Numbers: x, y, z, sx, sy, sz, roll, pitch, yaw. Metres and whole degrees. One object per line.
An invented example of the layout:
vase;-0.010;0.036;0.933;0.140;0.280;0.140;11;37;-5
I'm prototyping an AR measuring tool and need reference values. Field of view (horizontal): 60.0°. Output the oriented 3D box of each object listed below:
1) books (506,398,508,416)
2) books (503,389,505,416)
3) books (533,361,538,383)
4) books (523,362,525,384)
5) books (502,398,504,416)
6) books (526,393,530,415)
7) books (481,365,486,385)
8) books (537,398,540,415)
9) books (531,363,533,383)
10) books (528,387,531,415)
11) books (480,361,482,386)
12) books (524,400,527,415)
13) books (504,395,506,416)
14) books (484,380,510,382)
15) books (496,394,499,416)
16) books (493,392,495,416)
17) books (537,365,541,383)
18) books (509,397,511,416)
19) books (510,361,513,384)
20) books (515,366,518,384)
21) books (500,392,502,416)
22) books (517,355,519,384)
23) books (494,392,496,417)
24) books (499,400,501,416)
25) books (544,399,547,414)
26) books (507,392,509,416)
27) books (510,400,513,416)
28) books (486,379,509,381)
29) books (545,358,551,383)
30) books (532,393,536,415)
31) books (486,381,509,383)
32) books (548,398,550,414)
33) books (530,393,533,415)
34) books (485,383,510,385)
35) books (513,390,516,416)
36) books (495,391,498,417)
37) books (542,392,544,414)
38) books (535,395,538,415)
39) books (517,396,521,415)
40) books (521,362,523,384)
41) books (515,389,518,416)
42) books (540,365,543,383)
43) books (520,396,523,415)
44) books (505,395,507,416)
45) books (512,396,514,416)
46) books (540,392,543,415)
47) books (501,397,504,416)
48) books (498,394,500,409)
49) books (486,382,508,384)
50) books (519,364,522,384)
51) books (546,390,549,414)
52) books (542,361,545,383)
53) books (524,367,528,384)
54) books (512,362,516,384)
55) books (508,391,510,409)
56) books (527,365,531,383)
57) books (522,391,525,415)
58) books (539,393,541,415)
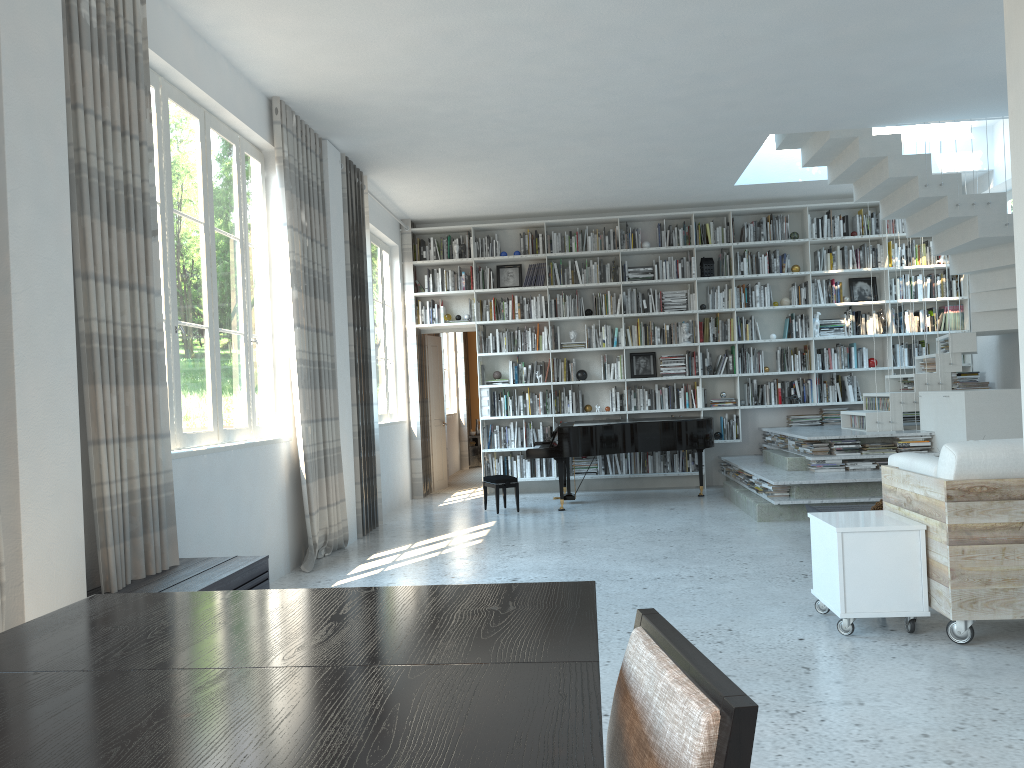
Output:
books;-0.048;0.268;10.384;0.016;0.211;0.146;-3;0;5
books;-0.085;0.217;10.371;0.006;0.315;0.145;-3;0;5
books;0.273;-0.136;10.339;0.060;0.255;0.158;-3;0;5
books;0.139;-0.127;10.344;0.011;0.250;0.172;-3;0;5
books;-0.095;0.267;10.363;0.015;0.217;0.180;-3;0;5
books;0.187;0.235;10.347;0.026;0.254;0.176;-3;0;5
books;-0.337;-0.102;10.394;0.028;0.243;0.156;-3;0;5
books;0.314;0.260;10.348;0.023;0.194;0.140;-3;0;5
books;0.238;-0.127;10.357;0.013;0.242;0.141;-3;0;5
books;0.207;0.200;10.343;0.021;0.323;0.172;-3;0;5
books;-0.357;-0.122;10.406;0.012;0.285;0.159;-3;0;5
books;0.161;0.273;10.339;0.029;0.181;0.190;-3;-1;5
books;-0.074;0.253;10.368;0.014;0.243;0.171;-3;0;5
books;-0.170;-0.030;10.381;0.285;0.012;0.159;-3;-1;9
books;-0.160;0.250;10.389;0.022;0.257;0.141;-3;0;5
books;-0.206;0.238;10.394;0.008;0.285;0.159;-3;0;5
books;0.319;-0.114;10.328;0.030;0.207;0.172;-3;0;5
books;-0.019;0.262;10.355;0.015;0.219;0.190;-3;0;5
books;-0.001;-0.132;10.363;0.024;0.273;0.150;-3;0;5
books;0.056;-0.102;10.337;0.029;0.208;0.189;-3;0;5
books;-0.121;0.236;10.371;0.008;0.279;0.164;-3;0;5
books;0.076;-0.167;10.369;0.011;0.336;0.153;-3;0;5
books;-0.195;0.235;10.391;0.016;0.289;0.152;-3;0;5
books;-0.134;0.282;10.352;0.019;0.189;0.193;-3;-1;5
books;0.390;0.263;10.338;0.041;0.181;0.141;-3;0;5
books;-0.038;0.234;10.374;0.009;0.278;0.157;-3;0;5
books;-0.003;0.276;10.349;0.016;0.189;0.183;-3;-1;5
books;-0.170;-0.042;10.388;0.254;0.012;0.161;-3;-1;6
books;0.419;-0.153;10.293;0.082;0.276;0.228;-3;0;5
books;0.260;0.234;10.335;0.028;0.249;0.159;-3;0;5
books;-0.169;-0.018;10.383;0.254;0.012;0.161;-3;-1;2
books;0.437;0.258;10.348;0.023;0.187;0.130;-3;0;5
books;0.232;0.230;10.332;0.028;0.260;0.181;-3;0;5
books;-0.168;0.006;10.383;0.285;0.012;0.159;-3;-1;8
books;0.037;0.219;10.346;0.019;0.300;0.180;-3;0;5
books;-0.180;0.232;10.383;0.014;0.294;0.171;-3;0;5
books;0.361;0.225;10.341;0.013;0.260;0.142;-3;0;5
books;0.288;0.243;10.347;0.025;0.229;0.153;-3;0;5
books;0.084;0.252;10.372;0.045;0.230;0.138;-3;0;5
books;0.124;-0.125;10.364;0.022;0.249;0.129;-3;0;5
books;0.053;0.215;10.357;0.012;0.306;0.189;-3;0;5
books;0.348;-0.116;10.335;0.027;0.209;0.143;-3;0;5
books;0.119;0.251;10.353;0.027;0.230;0.159;-3;0;5
books;-0.064;0.251;10.353;0.009;0.244;0.184;-3;0;5
books;0.015;0.255;10.382;0.016;0.230;0.136;-3;0;5
books;0.343;0.222;10.324;0.021;0.265;0.185;-3;0;5
books;-0.108;0.267;10.376;0.015;0.218;0.176;-3;0;5
books;-0.147;0.245;10.369;0.007;0.264;0.176;-3;0;5
books;-0.168;-0.006;10.387;0.254;0.012;0.161;-3;-1;6
books;0.099;-0.115;10.373;0.030;0.231;0.148;-3;0;5
books;0.413;0.209;10.317;0.014;0.286;0.179;-3;0;5
books;0.371;-0.138;10.337;0.021;0.251;0.154;-3;0;5
books;0.160;-0.098;10.330;0.029;0.190;0.189;-3;-1;5
books;0.027;-0.124;10.369;0.031;0.255;0.143;-3;0;5
books;-0.032;0.229;10.350;0.007;0.286;0.182;-3;0;5
books;0.204;-0.112;10.360;0.056;0.214;0.142;-3;0;5
books;0.138;0.224;10.350;0.014;0.282;0.150;-3;0;5
books;0.329;0.233;10.342;0.010;0.246;0.160;-3;0;5
